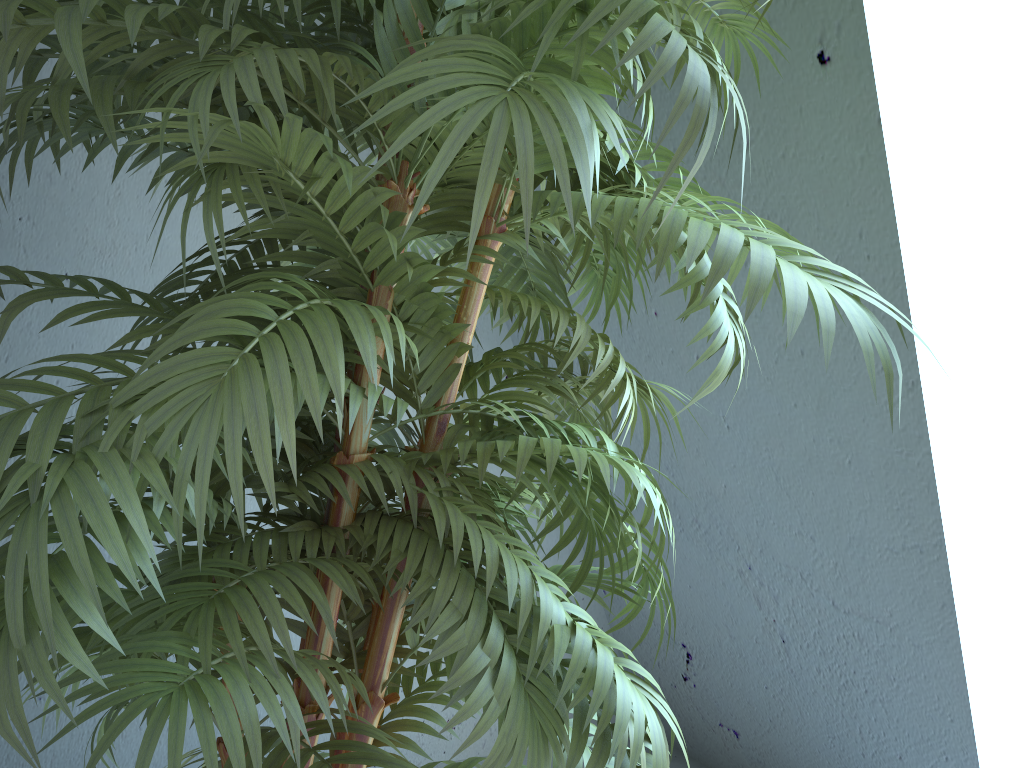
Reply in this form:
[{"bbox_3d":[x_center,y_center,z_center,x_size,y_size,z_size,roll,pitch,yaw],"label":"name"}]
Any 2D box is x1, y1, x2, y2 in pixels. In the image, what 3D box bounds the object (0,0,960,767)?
[{"bbox_3d":[-0.131,-0.014,0.936,0.980,2.034,1.020,11,0,9],"label":"object"}]
